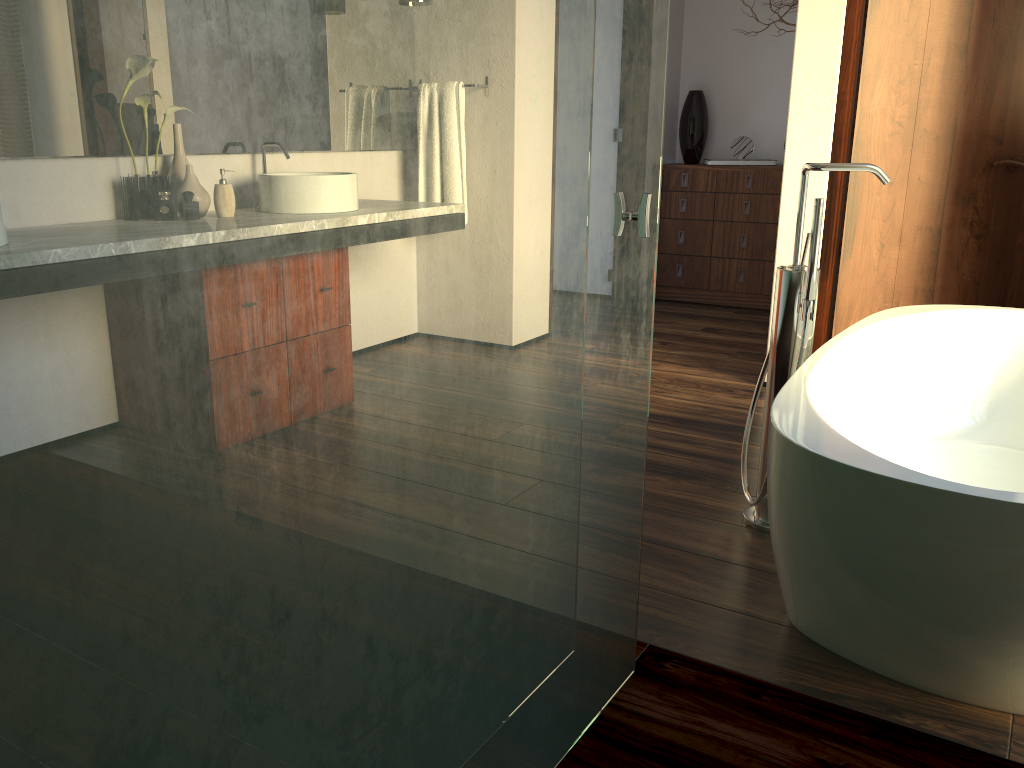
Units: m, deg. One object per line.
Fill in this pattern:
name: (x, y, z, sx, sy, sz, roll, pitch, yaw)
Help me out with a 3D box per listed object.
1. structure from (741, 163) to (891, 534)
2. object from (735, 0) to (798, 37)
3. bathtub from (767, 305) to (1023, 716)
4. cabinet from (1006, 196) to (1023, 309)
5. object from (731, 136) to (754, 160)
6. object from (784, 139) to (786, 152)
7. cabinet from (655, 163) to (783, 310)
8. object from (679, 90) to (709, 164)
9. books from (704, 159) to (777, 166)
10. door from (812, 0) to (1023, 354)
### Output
structure: (0.687, -0.086, 2.188, 0.241, 0.897, 0.280, -5, 16, -18)
object: (1.500, -1.909, 4.711, 0.723, 1.450, 0.835, -4, 16, -14)
bathtub: (1.040, 0.202, 1.926, 0.781, 0.485, 1.585, 9, 18, 30)
cabinet: (2.565, -1.340, 3.930, 1.515, 2.364, 0.351, 10, 18, 31)
object: (1.329, -1.361, 5.106, 0.134, 0.131, 0.128, 8, 17, 27)
object: (1.589, -1.324, 4.941, 0.137, 0.200, 0.140, -3, 16, -13)
cabinet: (1.406, -0.858, 5.139, 1.164, 0.800, 0.394, 10, 18, 31)
object: (1.075, -1.515, 5.233, 0.174, 0.417, 0.166, 15, 21, 43)
books: (1.373, -1.280, 5.107, 0.501, 0.034, 0.245, 2, 16, 8)
door: (1.580, -0.903, 3.155, 0.746, 1.947, 0.454, 10, 18, 31)
